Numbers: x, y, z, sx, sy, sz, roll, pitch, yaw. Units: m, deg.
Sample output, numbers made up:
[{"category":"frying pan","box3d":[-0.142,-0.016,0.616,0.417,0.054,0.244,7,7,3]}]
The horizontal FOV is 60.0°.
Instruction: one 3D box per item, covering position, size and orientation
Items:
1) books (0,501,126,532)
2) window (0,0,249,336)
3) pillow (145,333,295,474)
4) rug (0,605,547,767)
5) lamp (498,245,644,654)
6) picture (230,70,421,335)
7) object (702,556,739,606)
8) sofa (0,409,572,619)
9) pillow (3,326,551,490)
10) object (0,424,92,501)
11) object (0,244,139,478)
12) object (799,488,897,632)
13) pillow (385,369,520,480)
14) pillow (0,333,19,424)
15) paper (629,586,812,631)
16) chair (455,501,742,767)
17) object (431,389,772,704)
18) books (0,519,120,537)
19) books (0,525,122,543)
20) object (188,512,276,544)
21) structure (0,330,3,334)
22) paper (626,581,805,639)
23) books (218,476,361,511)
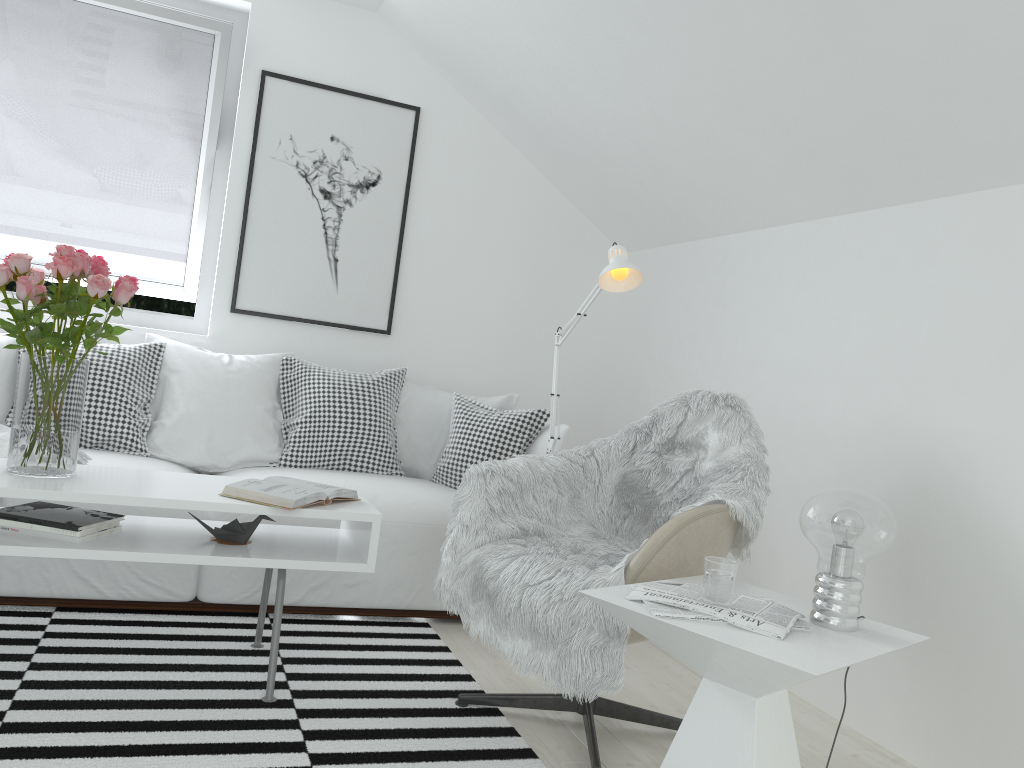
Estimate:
[{"category":"books","box3d":[-1.185,0.343,2.311,0.257,0.012,0.207,8,1,8]},{"category":"window","box3d":[-4.893,-1.311,4.768,12.055,8.137,4.514,7,1,-20]},{"category":"pillow","box3d":[-1.168,0.091,3.492,0.599,0.505,0.391,7,1,-20]},{"category":"rug","box3d":[-0.710,0.831,1.650,1.846,0.004,4.362,7,1,-20]},{"category":"lamp","box3d":[0.173,0.241,2.892,0.196,1.373,0.527,7,1,-16]},{"category":"picture","box3d":[-0.834,-0.802,4.022,0.720,1.072,0.015,7,1,-20]},{"category":"object","box3d":[0.416,0.398,1.786,0.067,0.087,0.067,7,1,-23]},{"category":"sofa","box3d":[-1.147,0.364,3.325,2.647,0.768,0.917,7,1,-20]},{"category":"pillow","box3d":[-1.125,0.101,3.359,2.488,0.513,0.676,7,1,-18]},{"category":"object","box3d":[-1.755,0.272,2.977,0.670,0.291,0.831,7,1,-22]},{"category":"object","box3d":[-1.177,-0.062,2.294,0.350,0.599,0.327,8,1,0]},{"category":"object","box3d":[0.668,0.350,1.791,0.185,0.279,0.185,7,1,-27]},{"category":"pillow","box3d":[-0.298,0.218,3.804,0.623,0.498,0.333,8,1,13]},{"category":"pillow","box3d":[-2.058,-0.014,3.185,0.321,0.491,0.617,8,1,44]},{"category":"paper","box3d":[0.412,0.448,1.788,0.312,0.015,0.205,8,1,-5]},{"category":"chair","box3d":[0.304,0.481,2.513,0.719,0.941,0.776,8,1,44]},{"category":"object","box3d":[0.311,0.375,2.509,0.954,0.789,0.784,7,1,-40]},{"category":"books","box3d":[-1.189,0.356,2.305,0.254,0.014,0.191,8,1,5]},{"category":"books","box3d":[-1.187,0.371,2.303,0.259,0.014,0.191,8,1,6]},{"category":"object","box3d":[-0.776,0.388,2.446,0.194,0.088,0.186,7,1,-31]},{"category":"structure","box3d":[-1.842,0.140,3.663,1.655,0.660,0.206,7,1,-20]},{"category":"paper","box3d":[0.412,0.445,1.788,0.312,0.024,0.205,8,1,30]},{"category":"books","box3d":[-0.604,0.296,2.457,0.231,0.040,0.342,8,1,22]}]
